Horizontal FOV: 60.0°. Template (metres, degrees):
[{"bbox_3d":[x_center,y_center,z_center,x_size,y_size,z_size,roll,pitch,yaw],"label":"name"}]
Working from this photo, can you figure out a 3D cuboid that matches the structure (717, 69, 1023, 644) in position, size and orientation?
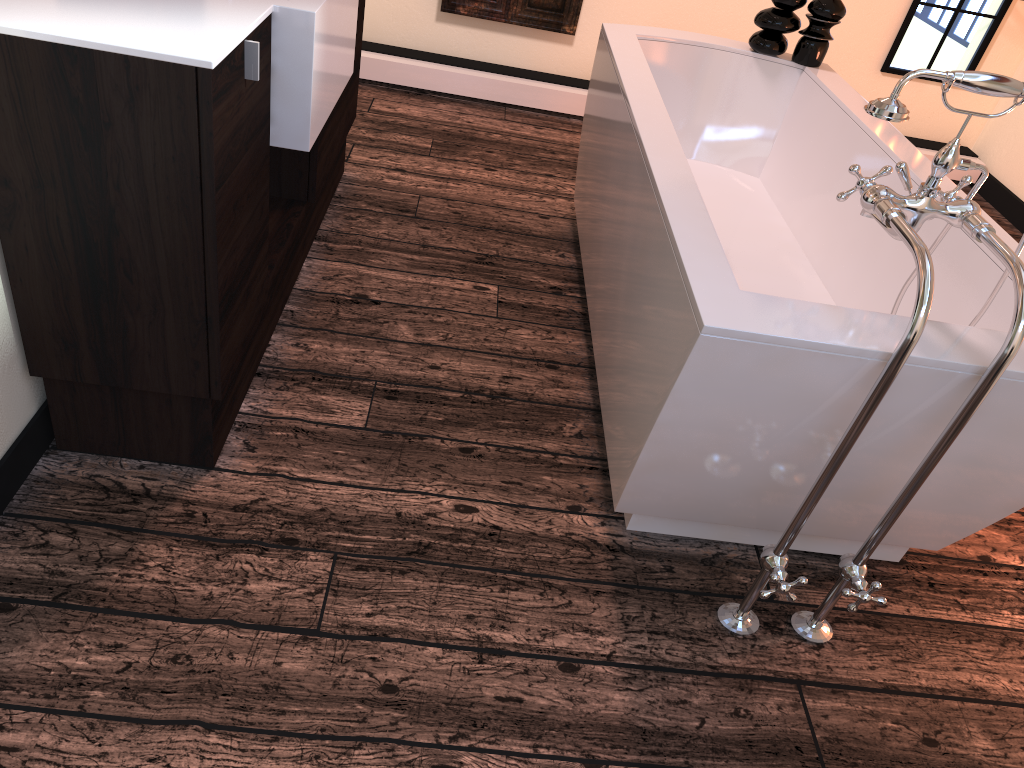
[{"bbox_3d":[0.630,-0.008,1.598,0.383,1.141,0.544,17,37,6],"label":"structure"}]

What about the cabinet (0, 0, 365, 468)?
[{"bbox_3d":[-0.690,-0.731,2.301,0.386,0.940,1.820,8,37,-6],"label":"cabinet"}]

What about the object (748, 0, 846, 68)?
[{"bbox_3d":[0.939,-1.319,2.937,0.275,0.233,0.154,27,39,17],"label":"object"}]

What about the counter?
[{"bbox_3d":[-0.603,-0.985,2.103,0.442,0.302,1.819,9,37,-6],"label":"counter"}]

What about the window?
[{"bbox_3d":[2.094,-1.955,4.168,0.449,0.715,0.045,8,38,-6],"label":"window"}]

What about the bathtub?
[{"bbox_3d":[0.627,-0.426,2.459,0.799,0.707,2.173,9,37,-6],"label":"bathtub"}]
